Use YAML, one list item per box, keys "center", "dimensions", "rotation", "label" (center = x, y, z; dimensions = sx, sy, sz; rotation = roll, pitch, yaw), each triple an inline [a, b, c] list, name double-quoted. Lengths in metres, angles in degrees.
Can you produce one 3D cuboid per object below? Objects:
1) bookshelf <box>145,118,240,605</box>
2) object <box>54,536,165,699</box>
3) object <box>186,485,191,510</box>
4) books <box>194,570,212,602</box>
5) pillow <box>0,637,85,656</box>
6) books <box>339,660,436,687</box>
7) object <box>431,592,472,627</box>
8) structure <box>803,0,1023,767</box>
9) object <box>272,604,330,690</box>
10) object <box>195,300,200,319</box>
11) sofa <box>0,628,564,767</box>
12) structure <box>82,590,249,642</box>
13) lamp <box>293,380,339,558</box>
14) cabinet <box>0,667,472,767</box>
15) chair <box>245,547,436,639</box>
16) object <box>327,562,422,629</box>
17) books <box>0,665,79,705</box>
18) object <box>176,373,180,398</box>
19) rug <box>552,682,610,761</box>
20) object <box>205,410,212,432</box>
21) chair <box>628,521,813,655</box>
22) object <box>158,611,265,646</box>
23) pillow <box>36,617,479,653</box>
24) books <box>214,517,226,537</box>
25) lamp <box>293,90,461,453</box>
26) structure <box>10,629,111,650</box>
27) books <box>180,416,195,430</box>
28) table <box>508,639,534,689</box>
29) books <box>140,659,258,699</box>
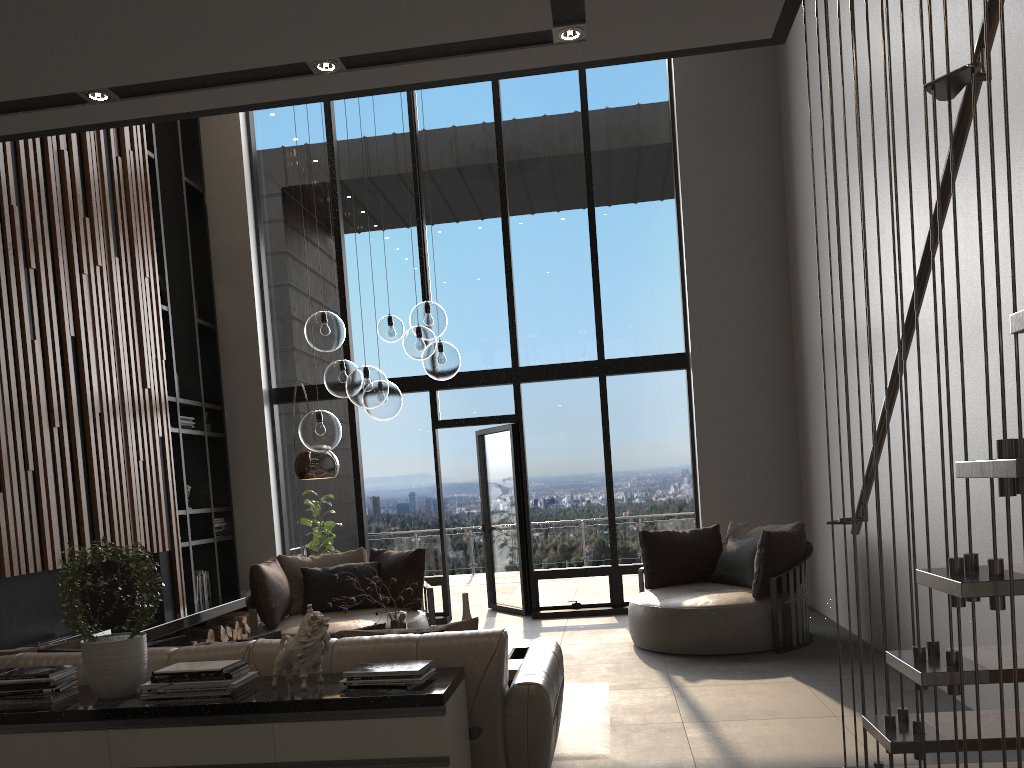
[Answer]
- center: [-3.238, -0.589, 8.191]
  dimensions: [0.339, 5.334, 1.449]
  rotation: [-4, 2, 6]
  label: "bookshelf"
- center: [-1.422, 0.824, 3.110]
  dimensions: [0.384, 0.578, 0.215]
  rotation: [-4, 1, -13]
  label: "object"
- center: [-3.112, 1.073, 8.276]
  dimensions: [0.137, 0.245, 0.137]
  rotation: [-5, 1, -43]
  label: "object"
- center: [-3.042, 1.935, 8.385]
  dimensions: [0.175, 0.287, 0.333]
  rotation: [-4, -3, 6]
  label: "books"
- center: [-2.413, 1.399, 4.011]
  dimensions: [1.393, 0.548, 0.758]
  rotation: [-8, -5, 37]
  label: "pillow"
- center: [-0.422, 0.998, 3.011]
  dimensions: [0.294, 0.054, 0.184]
  rotation: [-5, -6, 11]
  label: "books"
- center: [-0.338, 1.401, 5.030]
  dimensions: [0.317, 0.399, 0.318]
  rotation: [-5, -1, 25]
  label: "object"
- center: [1.207, -1.596, 0.857]
  dimensions: [1.180, 6.068, 3.586]
  rotation: [-4, 0, 6]
  label: "structure"
- center: [-0.737, 0.912, 3.047]
  dimensions: [0.208, 0.291, 0.135]
  rotation: [-4, 1, 25]
  label: "object"
- center: [-3.179, -0.712, 8.748]
  dimensions: [0.102, 0.231, 0.101]
  rotation: [-4, 1, -9]
  label: "object"
- center: [-1.357, 1.529, 4.278]
  dimensions: [3.247, 0.820, 1.881]
  rotation: [-5, -5, 6]
  label: "sofa"
- center: [-3.158, 2.016, 5.796]
  dimensions: [0.668, 0.457, 6.549]
  rotation: [-4, -7, 6]
  label: "structure"
- center: [-1.640, 1.132, 7.202]
  dimensions: [0.319, 2.339, 2.041]
  rotation: [-5, -1, -18]
  label: "lamp"
- center: [-2.381, -0.078, 0.274]
  dimensions: [3.624, 3.244, 6.216]
  rotation: [-4, -5, 6]
  label: "cabinet"
- center: [-1.383, 1.814, 7.056]
  dimensions: [1.490, 0.901, 1.440]
  rotation: [-7, -5, 33]
  label: "chair"
- center: [-0.829, 1.360, 5.230]
  dimensions: [0.540, 0.605, 0.318]
  rotation: [-3, 0, -23]
  label: "object"
- center: [-1.743, 1.086, 3.148]
  dimensions: [0.325, 0.099, 0.205]
  rotation: [-5, -5, 6]
  label: "books"
- center: [-3.188, 0.037, 8.232]
  dimensions: [0.104, 0.260, 0.104]
  rotation: [-4, 1, -14]
  label: "object"
- center: [-0.577, 1.976, 5.113]
  dimensions: [2.300, 0.020, 1.613]
  rotation: [-5, -7, 6]
  label: "rug"
- center: [-3.067, 0.379, 8.731]
  dimensions: [0.059, 0.234, 0.188]
  rotation: [-4, -1, 9]
  label: "object"
- center: [1.652, 1.587, 6.981]
  dimensions: [1.450, 0.901, 1.479]
  rotation: [-6, -4, 23]
  label: "chair"
- center: [-2.849, 2.193, 6.960]
  dimensions: [0.436, 0.389, 4.048]
  rotation: [-4, -6, 7]
  label: "object"
- center: [-1.049, 1.264, 3.748]
  dimensions: [1.943, 0.501, 0.543]
  rotation: [-5, -2, 6]
  label: "pillow"
- center: [-3.042, 1.440, 8.760]
  dimensions: [0.218, 0.190, 0.374]
  rotation: [-4, -5, 6]
  label: "books"
- center: [-0.918, -2.107, 5.055]
  dimensions: [1.232, 5.015, 1.223]
  rotation: [-4, 2, 3]
  label: "lamp"
- center: [-3.191, 1.842, 6.224]
  dimensions: [0.300, 0.103, 0.712]
  rotation: [-5, -6, 6]
  label: "structure"
- center: [-3.158, 0.382, 8.255]
  dimensions: [0.219, 0.128, 0.323]
  rotation: [-5, -5, 6]
  label: "books"
- center: [-0.606, 1.819, 5.235]
  dimensions: [1.454, 0.355, 0.900]
  rotation: [-5, -5, 6]
  label: "table"
- center: [-1.095, 1.036, 3.070]
  dimensions: [0.348, 0.100, 0.194]
  rotation: [-5, -5, 6]
  label: "books"
